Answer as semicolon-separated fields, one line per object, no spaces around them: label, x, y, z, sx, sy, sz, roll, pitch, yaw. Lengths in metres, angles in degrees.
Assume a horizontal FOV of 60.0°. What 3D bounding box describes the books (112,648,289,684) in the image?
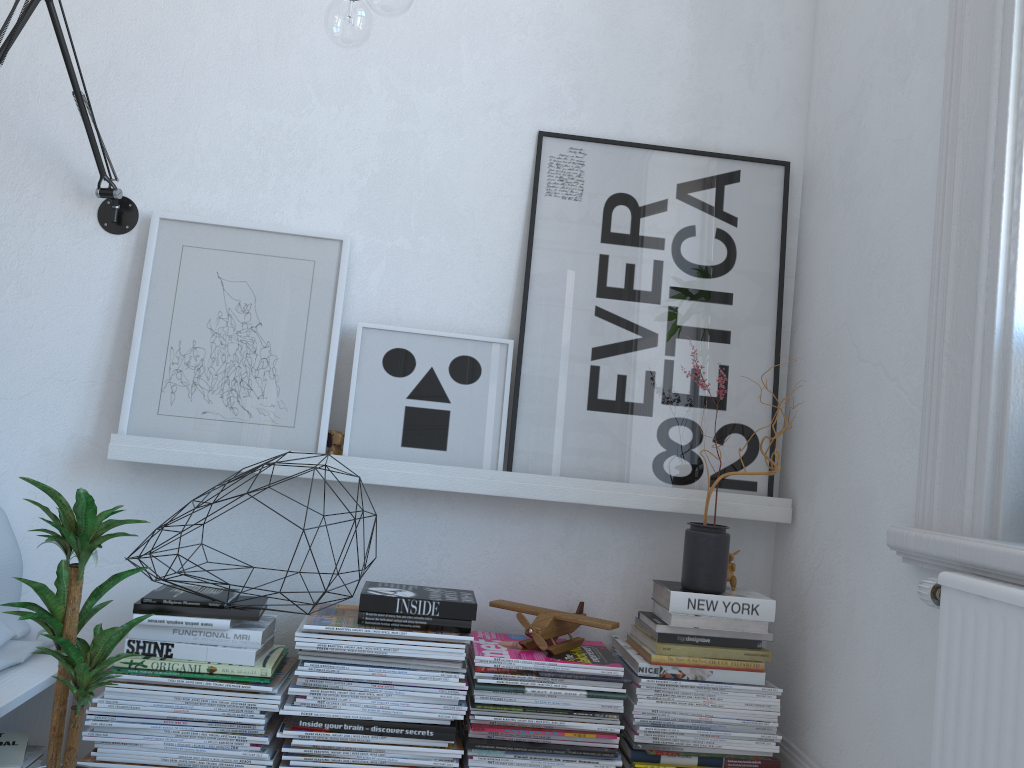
books;-0.634;0.574;1.846;0.300;0.009;0.261;6;-4;-6

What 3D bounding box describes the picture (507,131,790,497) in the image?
picture;0.338;-0.165;2.127;0.631;0.849;0.073;6;-4;-4

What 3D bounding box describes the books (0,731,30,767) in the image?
books;-1.035;0.722;1.726;0.156;0.023;0.195;8;-5;-25

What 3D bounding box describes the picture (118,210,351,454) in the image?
picture;-0.626;-0.109;2.026;0.452;0.536;0.063;6;-4;-7

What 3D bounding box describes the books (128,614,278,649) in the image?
books;-0.634;0.503;1.842;0.258;0.034;0.176;6;-4;-4

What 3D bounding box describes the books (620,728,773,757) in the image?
books;0.386;0.757;1.900;0.304;0.009;0.167;6;-4;-8

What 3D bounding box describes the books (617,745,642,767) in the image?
books;0.299;0.798;1.877;0.134;0.019;0.119;6;-4;-5

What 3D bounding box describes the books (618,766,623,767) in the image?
books;0.368;0.908;1.930;0.316;0.154;0.263;6;-4;-5

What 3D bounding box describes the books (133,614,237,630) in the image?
books;-0.661;0.473;1.836;0.183;0.019;0.207;6;-4;-8

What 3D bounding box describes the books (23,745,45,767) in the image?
books;-1.044;0.742;1.723;0.173;0.018;0.211;6;-4;-5

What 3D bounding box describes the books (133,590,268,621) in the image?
books;-0.635;0.456;1.831;0.242;0.020;0.162;6;-4;-10

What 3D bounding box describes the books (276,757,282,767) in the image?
books;-0.648;0.775;1.837;0.336;0.011;0.271;6;-4;-2

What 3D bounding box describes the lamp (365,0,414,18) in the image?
lamp;-0.751;-1.339;1.289;1.381;1.529;0.074;6;-4;0

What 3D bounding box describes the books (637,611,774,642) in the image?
books;0.421;0.531;1.946;0.262;0.018;0.146;6;-4;-6

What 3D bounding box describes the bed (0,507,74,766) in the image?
bed;-1.966;0.378;1.009;2.284;0.622;2.292;6;-4;-5

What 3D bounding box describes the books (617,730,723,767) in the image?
books;0.329;0.775;1.911;0.193;0.023;0.194;6;-4;-5

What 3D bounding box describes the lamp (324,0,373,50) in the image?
lamp;-0.829;-1.338;1.404;1.381;1.529;0.074;6;-4;0

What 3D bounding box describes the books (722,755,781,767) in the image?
books;0.484;0.792;1.930;0.122;0.023;0.220;6;-4;-5

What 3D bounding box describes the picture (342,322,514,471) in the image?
picture;-0.190;0.039;2.051;0.366;0.329;0.040;6;-4;-8

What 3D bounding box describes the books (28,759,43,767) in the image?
books;-1.061;0.760;1.739;0.156;0.018;0.198;4;-5;20

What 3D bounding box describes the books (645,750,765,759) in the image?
books;0.384;0.766;1.909;0.255;0.007;0.199;6;-4;-10

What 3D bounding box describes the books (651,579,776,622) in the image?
books;0.437;0.474;1.946;0.228;0.045;0.169;6;-4;-2

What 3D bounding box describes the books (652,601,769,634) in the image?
books;0.429;0.508;1.934;0.214;0.026;0.151;6;-4;-5

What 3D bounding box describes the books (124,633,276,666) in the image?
books;-0.636;0.534;1.829;0.259;0.029;0.178;6;-4;-1

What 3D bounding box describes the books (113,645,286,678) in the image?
books;-0.631;0.558;1.823;0.298;0.019;0.194;6;-4;-6

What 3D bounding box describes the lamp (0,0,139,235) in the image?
lamp;-0.981;-0.494;1.731;0.200;0.669;0.687;5;-4;4

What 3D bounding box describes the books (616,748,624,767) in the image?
books;0.381;0.829;1.937;0.300;0.005;0.242;6;-4;-5

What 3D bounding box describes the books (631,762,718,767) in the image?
books;0.375;0.795;1.917;0.276;0.007;0.217;6;-4;-4

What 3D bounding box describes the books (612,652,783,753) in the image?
books;0.394;0.690;1.947;0.317;0.134;0.278;6;-4;-5

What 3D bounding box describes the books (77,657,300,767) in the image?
books;-0.656;0.700;1.838;0.378;0.251;0.304;6;-4;-4

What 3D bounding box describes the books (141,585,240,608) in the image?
books;-0.662;0.440;1.840;0.158;0.010;0.184;6;-4;-7

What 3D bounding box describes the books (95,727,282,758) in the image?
books;-0.642;0.712;1.841;0.336;0.011;0.271;6;-4;-2

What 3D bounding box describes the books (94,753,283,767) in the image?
books;-0.658;0.763;1.840;0.361;0.015;0.284;6;-4;-6
